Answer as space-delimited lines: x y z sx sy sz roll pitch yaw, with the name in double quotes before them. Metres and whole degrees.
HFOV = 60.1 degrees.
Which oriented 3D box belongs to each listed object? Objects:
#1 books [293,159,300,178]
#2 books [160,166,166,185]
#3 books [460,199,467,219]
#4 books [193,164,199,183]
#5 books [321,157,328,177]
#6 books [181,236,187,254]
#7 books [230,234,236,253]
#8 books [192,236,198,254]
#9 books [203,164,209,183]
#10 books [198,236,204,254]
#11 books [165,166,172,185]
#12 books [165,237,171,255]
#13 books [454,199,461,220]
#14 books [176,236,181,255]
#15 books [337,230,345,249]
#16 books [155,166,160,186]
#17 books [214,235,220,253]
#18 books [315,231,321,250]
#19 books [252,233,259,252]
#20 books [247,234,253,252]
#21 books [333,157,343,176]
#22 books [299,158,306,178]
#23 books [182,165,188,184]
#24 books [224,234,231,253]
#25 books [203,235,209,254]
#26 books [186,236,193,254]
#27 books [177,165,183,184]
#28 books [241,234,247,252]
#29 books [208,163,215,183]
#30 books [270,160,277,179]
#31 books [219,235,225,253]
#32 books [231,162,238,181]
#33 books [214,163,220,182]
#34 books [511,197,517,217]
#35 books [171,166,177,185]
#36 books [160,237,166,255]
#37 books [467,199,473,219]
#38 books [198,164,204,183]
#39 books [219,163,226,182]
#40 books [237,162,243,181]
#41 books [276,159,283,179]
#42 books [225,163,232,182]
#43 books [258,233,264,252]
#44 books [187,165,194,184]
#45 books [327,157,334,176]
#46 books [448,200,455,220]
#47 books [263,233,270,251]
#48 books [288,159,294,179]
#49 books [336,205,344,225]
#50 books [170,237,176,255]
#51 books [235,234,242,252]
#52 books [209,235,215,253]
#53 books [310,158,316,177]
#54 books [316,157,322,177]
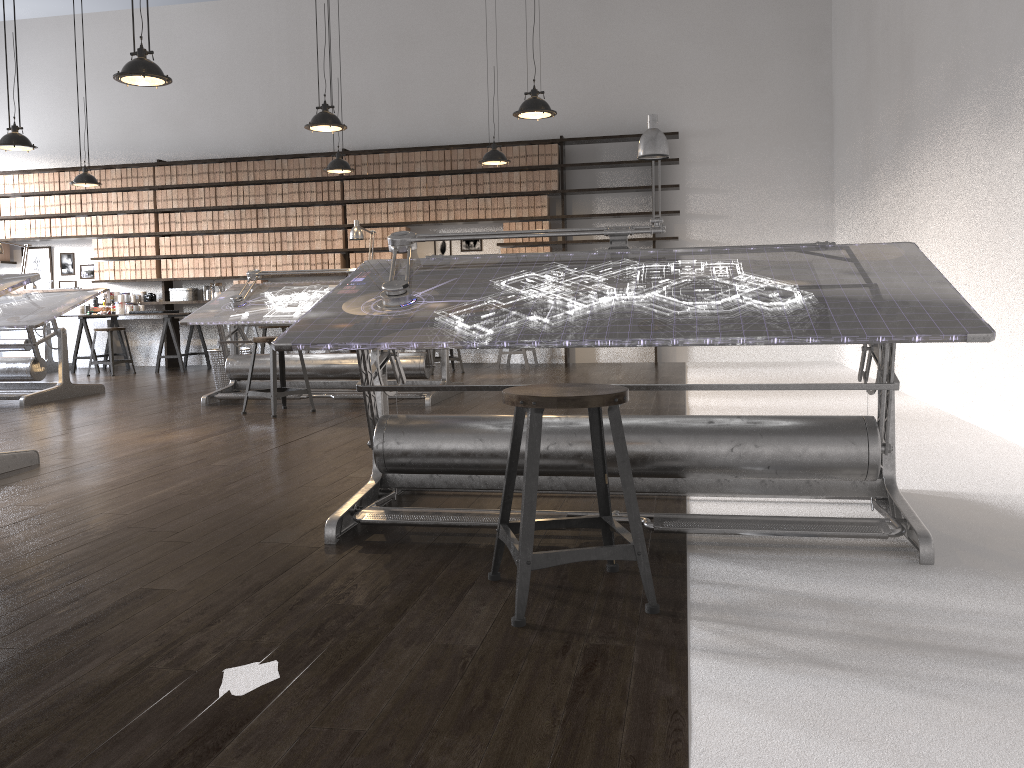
"books" -2.445 -2.469 10.197 0.066 0.225 0.175 -1 4 11
"books" -4.101 -2.460 10.516 0.067 0.225 0.175 -1 4 11
"books" -0.519 -1.934 9.847 0.066 0.225 0.175 -1 4 11
"books" -3.681 -2.463 10.437 0.066 0.225 0.175 -1 4 11
"books" -2.112 -2.470 10.132 0.066 0.225 0.175 -1 4 11
"books" -3.852 -1.636 10.516 0.066 0.225 0.175 -1 4 11
"books" -3.234 -1.638 10.389 0.067 0.225 0.175 -1 4 11
"books" -3.706 -1.637 10.487 0.066 0.225 0.175 -1 4 11
"books" -3.554 -2.463 10.409 0.067 0.225 0.175 -1 4 11
"books" -3.637 -1.636 10.469 0.066 0.225 0.175 -1 4 11
"books" -4.030 -2.461 10.502 0.066 0.225 0.175 -1 4 11
"books" -4.051 -1.634 10.548 0.066 0.225 0.175 -1 4 11
"books" -0.587 -1.933 9.862 0.066 0.225 0.175 -1 4 11
"books" -3.917 -1.635 10.526 0.066 0.225 0.175 -1 4 11
"books" -1.934 -1.644 10.133 0.067 0.225 0.175 -1 4 11
"books" -4.162 -2.461 10.532 0.066 0.225 0.175 -1 4 11
"books" -3.432 -1.637 10.427 0.067 0.225 0.175 -1 4 11
"books" -2.200 -1.643 10.188 0.066 0.225 0.175 -1 4 11
"books" -2.957 -1.639 10.333 0.066 0.225 0.175 -1 4 11
"books" -3.028 -1.639 10.350 0.066 0.225 0.175 -1 4 11
"books" -1.973 -2.471 10.101 0.066 0.225 0.175 -1 4 11
"books" -2.377 -2.469 10.179 0.067 0.225 0.175 -1 4 11
"books" -3.821 -2.462 10.466 0.066 0.225 0.175 -1 4 11
"books" -3.305 -1.638 10.405 0.066 0.225 0.175 -1 4 11
"books" -3.567 -1.637 10.459 0.066 0.225 0.175 -1 4 11
"books" -3.781 -1.636 10.496 0.067 0.225 0.175 -1 4 11
"books" -3.889 -2.462 10.481 0.066 0.225 0.175 -1 4 11
"books" -3.095 -1.639 10.368 0.066 0.225 0.175 -1 4 11
"books" -3.487 -2.464 10.402 0.066 0.225 0.175 -1 4 11
"books" -2.725 -2.467 10.246 0.067 0.225 0.175 -1 4 11
"books" -3.366 -1.638 10.418 0.066 0.225 0.175 -1 4 11
"books" -3.206 -2.465 10.341 0.067 0.225 0.175 -1 4 11
"books" -3.418 -2.464 10.388 0.066 0.225 0.175 -1 4 11
"books" 0.035 -1.936 9.736 0.066 0.225 0.175 -1 4 11
"books" -3.958 -2.461 10.491 0.066 0.225 0.175 -1 4 11
"books" -4.121 -1.634 10.565 0.066 0.225 0.175 -1 4 11
"books" -0.446 -1.934 9.831 0.066 0.225 0.175 -1 4 11
"books" -3.619 -2.463 10.426 0.066 0.225 0.175 -1 4 11
"books" -3.349 -2.464 10.370 0.066 0.225 0.175 -1 4 11
"books" -3.132 -2.466 10.333 0.066 0.225 0.175 -1 4 11
"books" -2.654 -2.467 10.232 0.066 0.225 0.175 -1 4 11
"books" -3.278 -2.465 10.361 0.066 0.225 0.175 -1 4 11
"books" -2.886 -1.640 10.319 0.067 0.225 0.175 -1 4 11
"books" -3.752 -2.462 10.449 0.067 0.225 0.175 -1 4 11
"books" -2.042 -2.471 10.119 0.066 0.225 0.175 -1 4 11
"books" -0.656 -1.933 9.872 0.066 0.225 0.175 -1 4 11
"books" -2.823 -1.640 10.311 0.066 0.225 0.175 -1 4 11
"books" -2.513 -2.469 10.212 0.066 0.225 0.175 -1 4 11
"books" -1.943 -1.921 10.126 0.066 0.225 0.175 -1 4 11
"books" -3.980 -1.635 10.534 0.067 0.225 0.175 -1 4 11
"books" -3.164 -1.639 10.379 0.066 0.225 0.175 -1 4 11
"books" -3.497 -1.637 10.445 0.066 0.225 0.175 -1 4 11
"books" -2.244 -2.470 10.157 0.066 0.225 0.175 -1 4 11
"books" -2.179 -2.469 10.139 0.067 0.225 0.175 -1 4 11
